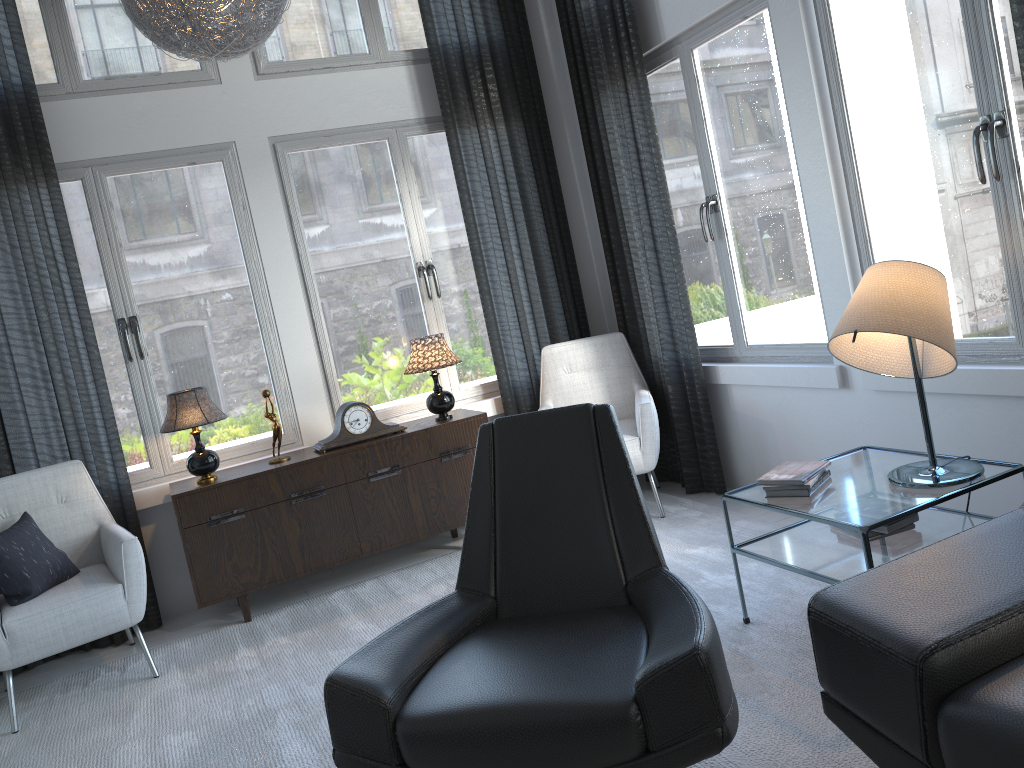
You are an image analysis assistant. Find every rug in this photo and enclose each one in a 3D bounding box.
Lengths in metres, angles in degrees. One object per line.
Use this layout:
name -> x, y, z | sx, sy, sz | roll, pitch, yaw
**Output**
rug -> 0.830, 0.966, 0.394 | 2.964, 0.032, 7.770 | -14, 7, -21

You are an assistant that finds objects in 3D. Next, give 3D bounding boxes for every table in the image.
table -> 1.048, 0.475, 2.549 | 0.595, 0.409, 0.593 | -14, 6, -22

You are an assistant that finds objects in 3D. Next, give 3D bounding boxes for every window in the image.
window -> -1.810, -0.685, 3.954 | 1.272, 2.316, 0.133 | -14, 4, -22
window -> 0.813, -1.225, 3.917 | 0.134, 2.316, 1.268 | -13, 5, -21
window -> 1.352, -1.190, 2.605 | 0.134, 2.316, 1.268 | -13, 5, -21
window -> -0.530, -1.010, 4.484 | 1.272, 2.316, 0.133 | -14, 4, -22

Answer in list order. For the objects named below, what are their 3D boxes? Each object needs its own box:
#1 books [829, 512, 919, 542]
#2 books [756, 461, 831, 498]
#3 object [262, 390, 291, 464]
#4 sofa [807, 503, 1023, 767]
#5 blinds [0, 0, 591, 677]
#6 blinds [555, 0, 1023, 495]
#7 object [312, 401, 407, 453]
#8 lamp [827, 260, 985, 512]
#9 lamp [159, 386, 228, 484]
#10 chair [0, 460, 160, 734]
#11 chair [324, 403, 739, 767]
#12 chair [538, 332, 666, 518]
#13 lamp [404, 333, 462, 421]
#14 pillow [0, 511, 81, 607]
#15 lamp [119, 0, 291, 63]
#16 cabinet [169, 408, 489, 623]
books -> 1.066, 0.399, 2.626 | 0.178, 0.053, 0.230 | -14, 6, -17
books -> 0.838, 0.281, 2.622 | 0.160, 0.050, 0.216 | -7, 8, 40
object -> -1.057, 0.184, 3.898 | 0.097, 0.324, 0.096 | -14, 5, -22
sofa -> 1.370, 0.460, 1.098 | 0.939, 0.615, 1.905 | -14, 6, -21
blinds -> -1.097, -0.725, 4.106 | 3.222, 3.268, 0.189 | -14, 5, -22
blinds -> 0.974, -1.057, 3.226 | 0.189, 3.268, 3.212 | -13, 5, -22
object -> -0.708, 0.170, 4.025 | 0.407, 0.180, 0.180 | -14, 6, -22
lamp -> 1.424, 0.126, 2.148 | 1.165, 1.012, 0.477 | -7, 7, 42
lamp -> -1.335, 0.220, 3.753 | 0.280, 0.396, 0.282 | -11, 5, 4
chair -> -1.757, 0.754, 3.403 | 0.596, 0.821, 0.612 | -15, 6, -32
chair -> 0.078, 0.517, 2.088 | 0.839, 0.808, 0.808 | -10, 5, 16
chair -> 0.407, 0.205, 4.282 | 0.593, 0.821, 0.615 | -11, 5, 8
lamp -> -0.359, -0.028, 4.157 | 0.280, 0.396, 0.282 | -11, 5, 4
pillow -> -1.858, 0.659, 3.358 | 0.252, 0.295, 0.358 | -11, 5, 5
lamp -> -1.019, -1.626, 2.667 | 0.514, 1.303, 0.514 | -14, 5, -27
cabinet -> -0.756, 0.585, 4.037 | 1.403, 0.611, 0.386 | -14, 5, -22
